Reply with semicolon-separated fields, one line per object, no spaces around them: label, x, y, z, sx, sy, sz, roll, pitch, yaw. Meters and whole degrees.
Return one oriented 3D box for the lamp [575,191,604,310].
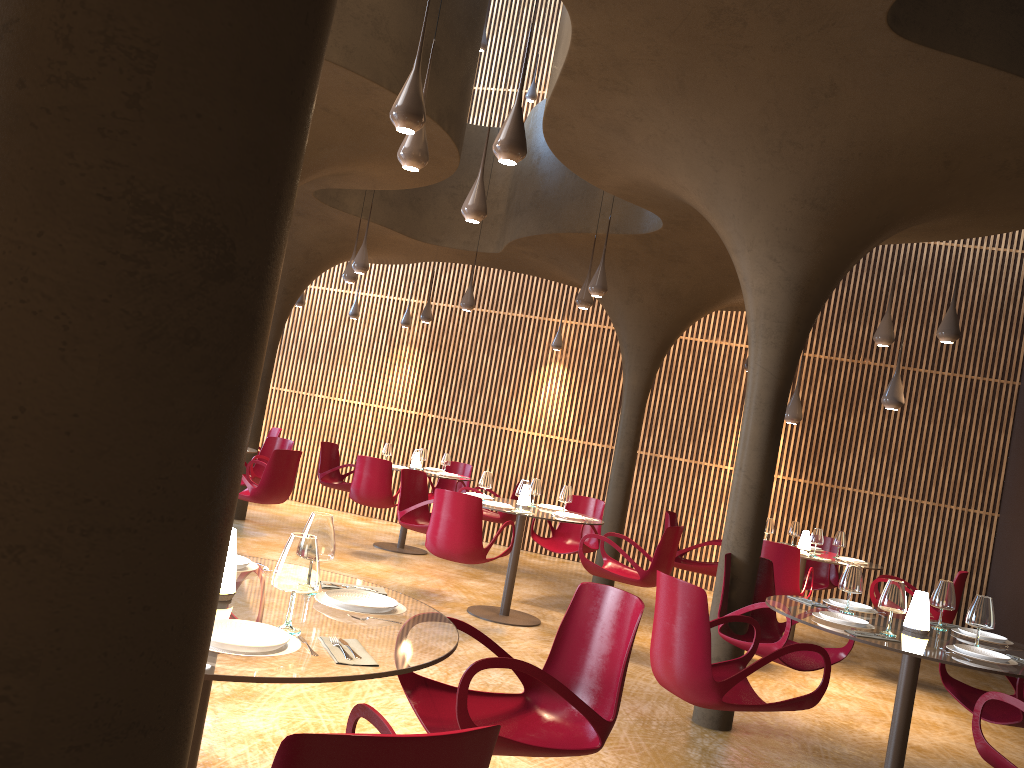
lamp;1.321;-3.907;9.730;0.196;6.271;0.195;11;-2;-38

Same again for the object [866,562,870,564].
object;3.805;1.954;9.788;0.261;0.017;0.127;8;-4;28

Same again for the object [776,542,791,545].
object;3.227;1.893;10.511;0.126;0.017;0.262;8;-4;34

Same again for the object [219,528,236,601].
object;-0.981;0.596;2.967;0.142;0.232;0.144;11;-2;-23

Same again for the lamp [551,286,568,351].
lamp;1.270;-3.639;14.524;0.195;6.271;0.196;9;-2;31

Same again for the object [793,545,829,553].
object;3.471;1.920;10.328;0.410;0.012;0.205;8;-4;29

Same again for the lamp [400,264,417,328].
lamp;-1.273;-4.051;15.203;0.195;6.271;0.196;9;-2;41

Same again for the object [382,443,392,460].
object;-1.739;0.970;12.311;0.142;0.295;0.142;10;-2;-12

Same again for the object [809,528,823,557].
object;3.243;1.688;9.449;0.141;0.295;0.142;9;-2;25

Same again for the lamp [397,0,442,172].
lamp;-0.069;-4.398;5.500;0.195;6.271;0.196;9;-2;41

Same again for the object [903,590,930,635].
object;2.332;1.306;5.080;0.145;0.232;0.142;11;-2;-26

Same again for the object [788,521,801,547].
object;3.269;1.741;10.277;0.142;0.295;0.142;10;-2;-1

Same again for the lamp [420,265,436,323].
lamp;-0.801;-4.043;13.889;0.195;6.271;0.196;9;-2;31

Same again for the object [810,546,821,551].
object;3.469;1.909;10.330;0.262;0.029;0.264;7;-4;43

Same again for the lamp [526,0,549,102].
lamp;0.504;-5.816;14.833;0.196;2.222;0.196;10;-2;2

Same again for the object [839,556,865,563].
object;3.655;1.895;9.531;0.263;0.029;0.263;9;-3;12

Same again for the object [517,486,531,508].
object;0.134;1.145;9.063;0.142;0.232;0.144;10;-2;-9

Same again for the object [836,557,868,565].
object;3.653;1.905;9.530;0.331;0.014;0.332;10;-3;6

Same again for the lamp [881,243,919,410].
lamp;3.967;-2.859;8.083;0.196;6.271;0.195;11;-2;-29

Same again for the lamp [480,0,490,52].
lamp;-0.279;-6.049;13.202;0.196;2.222;0.196;10;-2;2

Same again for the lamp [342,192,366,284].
lamp;-1.449;-4.327;10.963;0.196;6.271;0.195;11;-2;-38

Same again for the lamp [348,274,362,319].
lamp;-2.172;-4.206;15.287;0.195;6.271;0.196;9;-2;32

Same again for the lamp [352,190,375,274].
lamp;-1.165;-4.330;10.043;0.196;6.271;0.195;11;-2;-38

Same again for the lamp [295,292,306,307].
lamp;-3.010;-4.377;14.897;0.195;6.271;0.196;9;-2;32

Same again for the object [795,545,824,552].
object;3.467;1.918;10.330;0.332;0.014;0.331;12;-4;-37

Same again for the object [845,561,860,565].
object;3.652;1.906;9.526;0.204;0.012;0.412;9;-4;24

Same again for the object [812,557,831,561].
object;3.218;1.816;9.206;0.126;0.017;0.262;8;-4;37

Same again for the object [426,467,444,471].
object;-1.118;1.240;12.846;0.262;0.029;0.264;8;-4;27

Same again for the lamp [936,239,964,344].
lamp;4.424;-3.457;7.996;0.196;6.271;0.195;11;-2;-29

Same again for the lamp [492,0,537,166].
lamp;0.523;-4.320;5.031;0.196;6.271;0.196;10;-2;2

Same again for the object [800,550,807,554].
object;2.995;1.771;9.404;0.263;0.029;0.264;9;-3;22

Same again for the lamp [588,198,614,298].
lamp;1.381;-3.948;8.830;0.196;6.271;0.195;11;-2;-38

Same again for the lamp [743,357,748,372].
lamp;3.959;-3.260;12.825;0.195;6.271;0.196;9;-2;32

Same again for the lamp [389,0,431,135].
lamp;-0.018;-4.429;4.801;0.196;6.271;0.196;10;-2;2

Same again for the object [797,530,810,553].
object;3.257;1.746;9.857;0.144;0.232;0.142;10;-2;12

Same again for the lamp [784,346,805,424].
lamp;3.411;-2.682;9.176;0.196;6.271;0.195;11;-2;-29

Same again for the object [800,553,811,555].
object;2.993;1.780;9.403;0.331;0.014;0.333;7;-5;44

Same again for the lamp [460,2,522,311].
lamp;-0.044;-4.041;11.609;0.195;6.271;0.196;9;-2;31

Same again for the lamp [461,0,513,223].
lamp;0.259;-4.277;6.587;0.196;6.271;0.195;11;-2;-39

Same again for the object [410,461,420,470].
object;-1.337;1.076;12.378;0.142;0.232;0.144;10;-2;1

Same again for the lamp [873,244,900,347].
lamp;4.170;-3.458;8.755;0.196;6.271;0.195;11;-2;-29

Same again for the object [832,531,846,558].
object;3.598;1.769;9.754;0.142;0.295;0.142;10;-2;4

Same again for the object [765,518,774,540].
object;2.852;1.645;9.900;0.142;0.295;0.142;11;-2;-25
